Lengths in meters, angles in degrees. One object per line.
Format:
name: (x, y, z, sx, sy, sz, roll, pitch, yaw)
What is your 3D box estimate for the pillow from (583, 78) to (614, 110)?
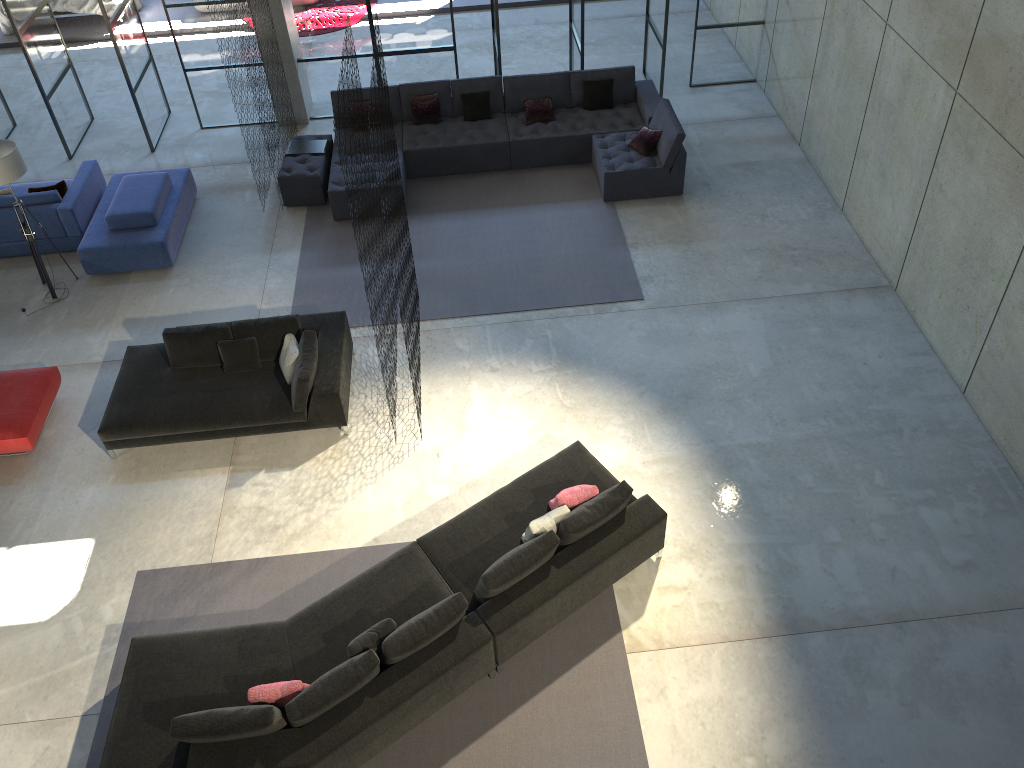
pillow: (1.096, -3.670, 11.143, 0.401, 0.356, 0.212, -5, 43, -2)

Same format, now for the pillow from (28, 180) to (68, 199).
pillow: (-5.243, -2.144, 9.989, 0.404, 0.345, 0.274, -21, 46, -18)

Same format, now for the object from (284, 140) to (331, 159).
object: (-2.510, -2.869, 10.772, 0.517, 0.093, 0.323, -2, 44, 1)

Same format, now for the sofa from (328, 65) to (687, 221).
sofa: (-0.135, -2.990, 10.723, 4.149, 0.813, 1.959, -6, 44, -2)

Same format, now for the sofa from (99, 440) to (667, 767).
sofa: (-0.800, 1.664, 6.090, 4.130, 0.527, 1.553, -22, 47, -18)

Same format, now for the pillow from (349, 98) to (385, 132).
pillow: (-1.825, -3.369, 11.006, 0.413, 0.321, 0.253, -5, 43, -2)

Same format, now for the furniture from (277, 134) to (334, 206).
furniture: (-2.501, -2.639, 10.778, 0.508, 0.424, 1.031, -2, 43, 1)

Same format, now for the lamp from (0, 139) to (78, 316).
lamp: (-4.963, -1.571, 8.934, 0.430, 1.621, 0.718, -7, 43, -4)

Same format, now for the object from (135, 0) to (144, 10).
object: (-7.551, -6.601, 14.923, 2.278, 0.614, 0.700, -3, 43, 0)

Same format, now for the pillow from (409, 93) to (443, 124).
pillow: (-1.083, -3.458, 11.039, 0.406, 0.351, 0.206, -5, 43, -2)

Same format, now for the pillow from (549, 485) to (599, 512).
pillow: (0.463, 0.846, 6.507, 0.339, 0.268, 0.266, -15, 44, -12)

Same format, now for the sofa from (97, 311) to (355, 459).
sofa: (-2.537, -0.016, 7.954, 2.106, 0.525, 1.160, -5, 43, -2)

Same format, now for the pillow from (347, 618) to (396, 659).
pillow: (-0.906, 1.682, 5.699, 0.365, 0.298, 0.206, -29, 49, -25)

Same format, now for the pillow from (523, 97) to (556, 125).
pillow: (0.346, -3.452, 11.083, 0.383, 0.216, 0.350, -5, 43, -2)

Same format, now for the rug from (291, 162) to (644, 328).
rug: (-0.573, -1.660, 9.944, 3.627, 0.019, 2.841, -5, 44, -2)

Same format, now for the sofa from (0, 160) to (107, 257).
sofa: (-6.055, -2.034, 10.173, 2.335, 0.674, 1.131, -6, 43, -2)

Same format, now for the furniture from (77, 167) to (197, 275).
furniture: (-4.292, -1.980, 10.078, 0.949, 0.518, 1.649, -5, 44, -2)

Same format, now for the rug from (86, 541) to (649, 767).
rug: (-0.979, 2.252, 5.873, 3.627, 0.019, 2.841, -5, 44, -2)

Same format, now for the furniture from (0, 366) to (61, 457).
furniture: (-4.612, 0.272, 7.904, 0.854, 0.352, 0.917, -5, 44, -2)

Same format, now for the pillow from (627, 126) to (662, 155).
pillow: (1.586, -2.908, 10.362, 0.345, 0.269, 0.363, -24, 47, -21)

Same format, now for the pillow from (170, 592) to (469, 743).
pillow: (-1.128, 1.866, 5.519, 1.919, 0.391, 0.459, -21, 46, -18)

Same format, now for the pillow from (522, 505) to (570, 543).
pillow: (0.247, 1.020, 6.340, 0.349, 0.279, 0.232, -25, 47, -22)

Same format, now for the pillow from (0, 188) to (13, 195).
pillow: (-5.783, -2.062, 9.929, 0.401, 0.355, 0.222, -5, 43, -2)

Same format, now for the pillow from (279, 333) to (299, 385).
pillow: (-1.961, -0.227, 7.778, 0.211, 0.294, 0.361, -20, 46, -17)

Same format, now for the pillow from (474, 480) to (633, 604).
pillow: (0.312, 1.112, 6.223, 1.332, 0.382, 0.284, -29, 48, -24)

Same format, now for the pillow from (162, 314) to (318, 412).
pillow: (-2.297, -0.313, 7.871, 1.600, 0.391, 0.788, 16, 47, 19)

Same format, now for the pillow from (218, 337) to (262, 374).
pillow: (-2.433, -0.261, 7.848, 0.343, 0.286, 0.201, -7, 43, -4)

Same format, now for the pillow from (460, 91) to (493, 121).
pillow: (-0.445, -3.496, 11.084, 0.384, 0.311, 0.235, -7, 43, -4)

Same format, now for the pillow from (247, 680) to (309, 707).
pillow: (-1.452, 1.926, 5.479, 0.342, 0.287, 0.213, -9, 43, -6)

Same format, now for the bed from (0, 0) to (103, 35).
bed: (-7.620, -7.185, 15.082, 2.219, 1.323, 2.486, -6, 43, -3)
